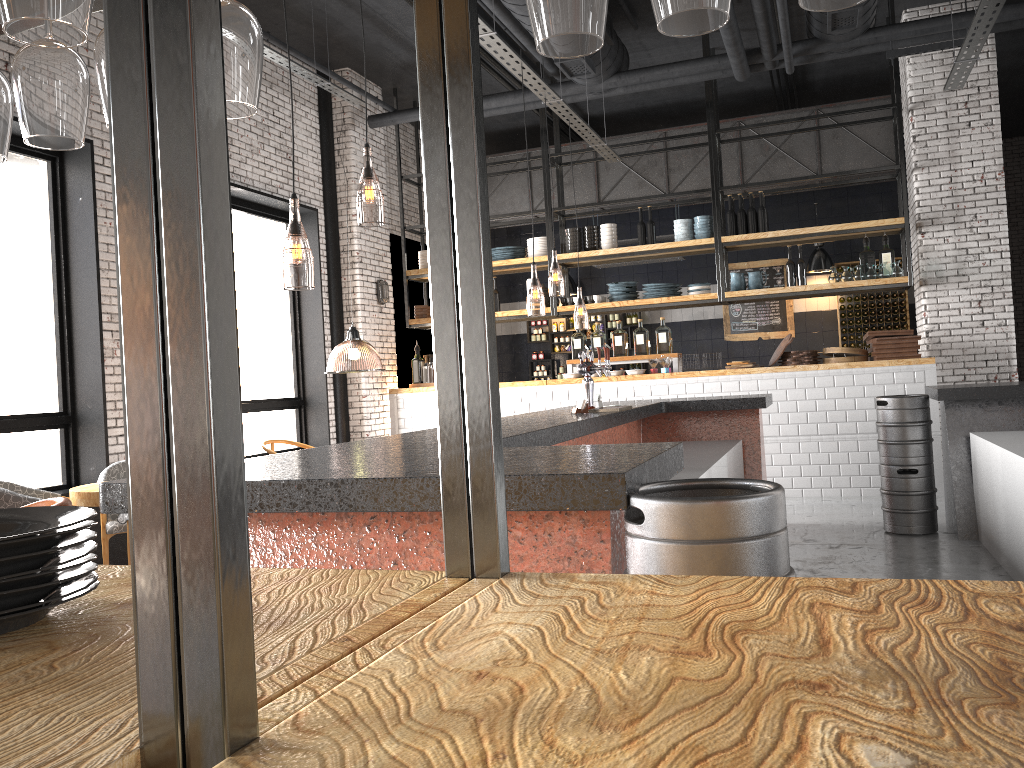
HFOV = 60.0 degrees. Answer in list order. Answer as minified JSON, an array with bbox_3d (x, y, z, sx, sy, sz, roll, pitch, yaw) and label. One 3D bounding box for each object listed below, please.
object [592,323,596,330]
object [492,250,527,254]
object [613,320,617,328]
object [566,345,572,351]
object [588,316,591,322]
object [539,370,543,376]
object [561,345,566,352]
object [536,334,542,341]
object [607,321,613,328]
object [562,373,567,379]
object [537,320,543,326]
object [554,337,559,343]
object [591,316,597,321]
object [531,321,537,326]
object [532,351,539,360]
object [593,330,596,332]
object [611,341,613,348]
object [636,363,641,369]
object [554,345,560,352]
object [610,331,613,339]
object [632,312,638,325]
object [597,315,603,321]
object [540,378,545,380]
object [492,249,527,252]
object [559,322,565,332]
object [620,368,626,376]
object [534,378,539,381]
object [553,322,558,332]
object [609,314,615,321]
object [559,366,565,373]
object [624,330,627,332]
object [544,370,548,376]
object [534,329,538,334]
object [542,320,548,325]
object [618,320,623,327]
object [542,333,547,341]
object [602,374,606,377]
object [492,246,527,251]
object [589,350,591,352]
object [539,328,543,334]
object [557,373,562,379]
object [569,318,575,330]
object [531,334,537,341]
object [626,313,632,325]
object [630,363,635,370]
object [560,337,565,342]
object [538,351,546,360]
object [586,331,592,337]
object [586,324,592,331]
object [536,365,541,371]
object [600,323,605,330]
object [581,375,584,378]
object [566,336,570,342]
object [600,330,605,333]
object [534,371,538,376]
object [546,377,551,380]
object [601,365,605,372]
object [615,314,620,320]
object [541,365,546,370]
[{"bbox_3d":[1.265,-0.869,13.414,0.089,0.108,0.106,-3,-1,-20],"label":"object"},{"bbox_3d":[-0.045,-1.568,10.715,0.454,0.037,0.454,-3,0,-26],"label":"object"},{"bbox_3d":[1.548,-0.898,13.298,0.076,0.111,0.076,-4,-1,39],"label":"object"},{"bbox_3d":[0.879,-0.554,13.552,0.092,0.108,0.105,-4,-1,31],"label":"object"},{"bbox_3d":[1.147,-1.019,13.441,0.079,0.156,0.079,-4,-1,30],"label":"object"},{"bbox_3d":[0.447,-0.166,13.690,0.070,0.083,0.071,-3,-1,10],"label":"object"},{"bbox_3d":[0.792,-0.549,13.582,0.089,0.108,0.106,-3,-1,-20],"label":"object"},{"bbox_3d":[0.417,-0.720,13.699,0.076,0.111,0.076,-4,-1,39],"label":"object"},{"bbox_3d":[1.470,-0.894,13.326,0.076,0.111,0.076,-4,-1,30],"label":"object"},{"bbox_3d":[0.812,-0.113,13.564,0.076,0.111,0.076,-4,-1,25],"label":"object"},{"bbox_3d":[0.429,-0.956,13.717,0.081,0.113,0.071,-4,-1,20],"label":"object"},{"bbox_3d":[0.686,-0.677,13.604,0.070,0.083,0.071,-4,-1,45],"label":"object"},{"bbox_3d":[1.237,-1.024,13.408,0.079,0.156,0.079,-3,-1,-35],"label":"object"},{"bbox_3d":[0.337,-0.950,13.750,0.081,0.113,0.071,-4,-1,20],"label":"object"},{"bbox_3d":[0.360,-0.437,13.745,0.100,0.139,0.088,-4,-1,20],"label":"object"},{"bbox_3d":[1.267,-0.769,13.413,0.092,0.112,0.100,-3,-1,6],"label":"object"},{"bbox_3d":[1.527,-0.594,13.329,0.081,0.113,0.071,-4,-1,19],"label":"object"},{"bbox_3d":[1.877,-0.282,13.203,0.079,0.281,0.079,-4,-1,23],"label":"object"},{"bbox_3d":[0.693,-0.545,13.617,0.092,0.112,0.100,-3,-1,6],"label":"object"},{"bbox_3d":[1.511,-0.739,13.312,0.076,0.111,0.076,-4,-1,45],"label":"object"},{"bbox_3d":[1.833,-1.022,13.218,0.079,0.281,0.079,-4,-1,13],"label":"object"},{"bbox_3d":[1.327,-1.029,13.377,0.079,0.156,0.079,-3,-1,5],"label":"object"},{"bbox_3d":[0.475,-0.044,13.709,0.090,0.101,0.111,-3,0,-19],"label":"object"},{"bbox_3d":[-0.047,-1.592,10.714,0.454,0.050,0.453,-3,0,-5],"label":"object"},{"bbox_3d":[0.767,-0.876,13.575,0.079,0.156,0.079,-3,-1,5],"label":"object"},{"bbox_3d":[1.654,-0.176,13.286,0.100,0.139,0.088,-4,-1,20],"label":"object"},{"bbox_3d":[0.367,-0.043,13.736,0.119,0.111,0.085,-3,-1,-22],"label":"object"},{"bbox_3d":[0.665,-0.870,13.612,0.079,0.156,0.079,-3,-1,-40],"label":"object"},{"bbox_3d":[1.503,-1.007,13.315,0.076,0.111,0.076,-3,-1,-6],"label":"object"},{"bbox_3d":[0.766,-0.222,13.581,0.076,0.111,0.076,-3,-1,14],"label":"object"},{"bbox_3d":[1.680,-0.748,13.253,0.076,0.111,0.076,-3,-1,-16],"label":"object"},{"bbox_3d":[0.524,-0.171,13.662,0.070,0.083,0.071,-4,-1,44],"label":"object"},{"bbox_3d":[0.369,-0.814,13.716,0.070,0.083,0.071,-3,-1,10],"label":"object"},{"bbox_3d":[0.515,-0.960,13.687,0.081,0.113,0.071,-4,-1,20],"label":"object"},{"bbox_3d":[1.626,-0.903,13.273,0.076,0.111,0.076,-3,-1,14],"label":"object"},{"bbox_3d":[0.496,-0.724,13.674,0.076,0.111,0.076,-3,-1,14],"label":"object"},{"bbox_3d":[1.398,-0.101,13.368,0.089,0.108,0.106,-3,-1,-20],"label":"object"},{"bbox_3d":[-0.047,-1.615,10.715,0.454,0.039,0.454,-3,0,39],"label":"object"},{"bbox_3d":[1.171,-0.469,13.452,0.119,0.111,0.085,-3,-1,-12],"label":"object"},{"bbox_3d":[0.446,-0.819,13.689,0.070,0.083,0.071,-4,-1,44],"label":"object"},{"bbox_3d":[0.734,-0.109,13.589,0.076,0.111,0.076,-3,-1,-6],"label":"object"},{"bbox_3d":[0.912,-0.969,13.544,0.079,0.281,0.079,-4,-1,23],"label":"object"},{"bbox_3d":[0.340,-0.715,13.727,0.076,0.111,0.076,-4,-1,30],"label":"object"},{"bbox_3d":[1.744,-1.017,13.249,0.079,0.281,0.079,-3,-1,-7],"label":"object"},{"bbox_3d":[1.791,-0.277,13.231,0.079,0.281,0.079,-4,-1,38],"label":"object"},{"bbox_3d":[0.774,-0.682,13.573,0.070,0.083,0.071,-3,-1,10],"label":"object"},{"bbox_3d":[0.462,-0.442,13.709,0.100,0.139,0.088,-4,-1,20],"label":"object"},{"bbox_3d":[1.175,-0.762,13.447,0.089,0.108,0.106,-3,-1,-20],"label":"object"},{"bbox_3d":[1.165,-0.865,13.449,0.092,0.112,0.100,-3,-1,6],"label":"object"},{"bbox_3d":[0.411,-0.247,13.707,0.070,0.083,0.071,-4,-1,45],"label":"object"},{"bbox_3d":[1.351,-0.874,13.384,0.092,0.108,0.105,-4,-1,31],"label":"object"},{"bbox_3d":[1.047,-0.235,13.496,0.079,0.281,0.079,-3,-1,-12],"label":"object"},{"bbox_3d":[0.855,-0.687,13.544,0.070,0.083,0.071,-3,-1,10],"label":"object"},{"bbox_3d":[1.357,-0.772,13.383,0.092,0.108,0.105,-4,-1,31],"label":"object"},{"bbox_3d":[0.372,-0.162,13.717,0.070,0.083,0.071,-4,-1,30],"label":"object"},{"bbox_3d":[0.569,-0.049,13.677,0.090,0.101,0.111,-3,0,-14],"label":"object"},{"bbox_3d":[1.394,-0.249,13.378,0.100,0.139,0.088,-4,-1,20],"label":"object"},{"bbox_3d":[1.580,-1.011,13.289,0.076,0.111,0.076,-4,-1,25],"label":"object"},{"bbox_3d":[0.481,-0.251,13.676,0.071,0.083,0.071,-3,-1,-31],"label":"object"}]
